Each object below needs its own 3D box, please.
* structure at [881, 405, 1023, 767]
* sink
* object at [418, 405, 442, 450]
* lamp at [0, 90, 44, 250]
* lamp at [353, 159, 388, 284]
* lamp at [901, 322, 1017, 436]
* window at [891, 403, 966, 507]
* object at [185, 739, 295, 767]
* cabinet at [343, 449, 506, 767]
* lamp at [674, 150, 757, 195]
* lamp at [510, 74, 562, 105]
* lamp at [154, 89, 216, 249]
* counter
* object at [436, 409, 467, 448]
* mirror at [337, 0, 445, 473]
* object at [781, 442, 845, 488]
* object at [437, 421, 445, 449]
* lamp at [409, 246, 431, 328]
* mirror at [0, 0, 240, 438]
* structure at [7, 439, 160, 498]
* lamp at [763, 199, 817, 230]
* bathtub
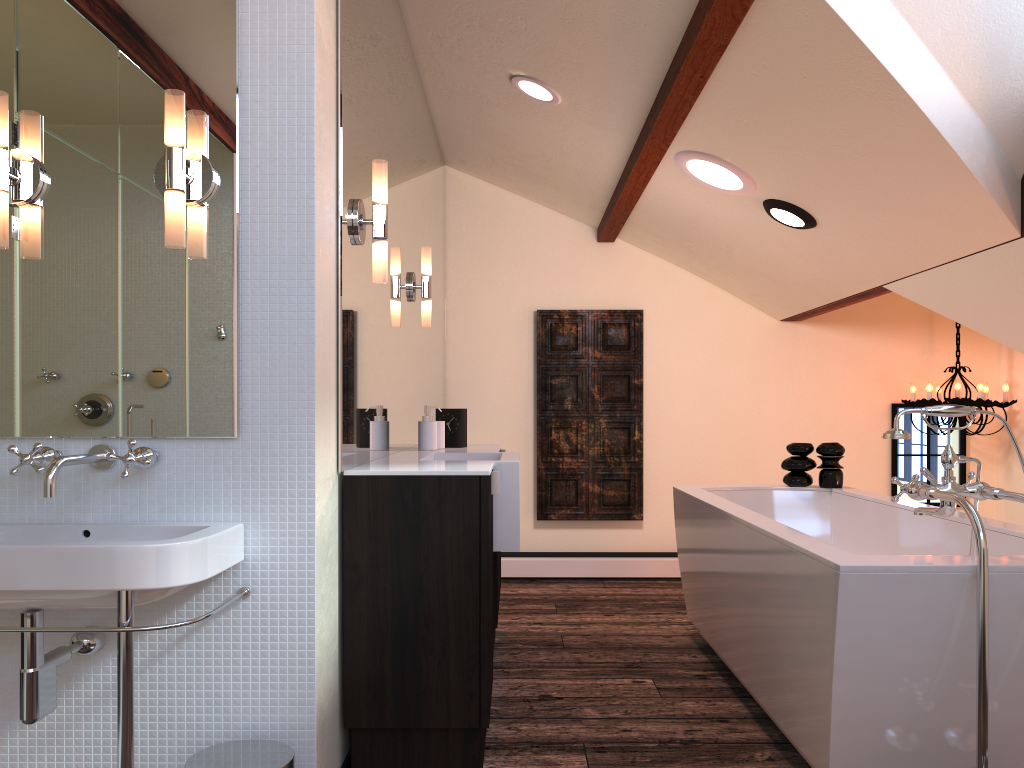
[{"bbox_3d":[1.103,0.614,2.120,0.384,1.120,0.554,0,0,15],"label":"structure"},{"bbox_3d":[-0.919,0.727,1.792,0.681,0.785,0.346,0,0,0],"label":"sink"},{"bbox_3d":[-0.321,0.186,3.397,0.080,0.190,0.073,0,0,40],"label":"object"},{"bbox_3d":[-1.091,-0.503,1.900,0.131,0.365,0.083,0,0,0],"label":"lamp"},{"bbox_3d":[-0.377,-0.485,2.393,0.083,0.365,0.131,0,0,0],"label":"lamp"},{"bbox_3d":[2.540,-0.237,5.059,0.541,1.125,0.616,0,0,11],"label":"lamp"},{"bbox_3d":[2.539,0.482,5.409,0.449,0.701,0.046,0,0,0],"label":"window"},{"bbox_3d":[-0.559,1.009,1.825,0.223,0.306,0.223,0,-1,-35],"label":"object"},{"bbox_3d":[-0.224,0.747,3.137,0.386,0.922,1.857,0,-2,0],"label":"cabinet"},{"bbox_3d":[0.830,-0.956,3.618,0.329,0.172,0.370,0,-2,-4],"label":"lamp"},{"bbox_3d":[0.096,-1.316,3.571,0.206,0.102,0.228,0,-2,5],"label":"lamp"},{"bbox_3d":[-0.714,-0.503,1.898,0.131,0.365,0.083,0,0,0],"label":"lamp"},{"bbox_3d":[-0.195,0.421,3.135,0.442,0.296,1.856,0,-2,0],"label":"counter"},{"bbox_3d":[-0.251,0.201,3.655,0.116,0.178,0.067,0,0,23],"label":"object"},{"bbox_3d":[-0.419,-0.620,3.803,0.011,1.843,3.236,0,-1,0],"label":"mirror"},{"bbox_3d":[1.363,0.406,4.018,0.276,0.229,0.156,-1,-1,30],"label":"object"},{"bbox_3d":[-0.303,0.225,3.518,0.073,0.122,0.073,0,0,-5],"label":"object"},{"bbox_3d":[-0.372,-0.442,3.636,0.083,0.365,0.131,0,0,0],"label":"lamp"},{"bbox_3d":[-0.902,-0.506,1.948,0.604,1.277,0.011,0,0,0],"label":"mirror"},{"bbox_3d":[-0.896,0.189,1.841,0.298,0.122,0.236,0,-2,0],"label":"structure"},{"bbox_3d":[1.149,-0.780,3.667,0.214,0.130,0.246,0,-2,-4],"label":"lamp"},{"bbox_3d":[1.132,0.833,3.075,0.798,0.693,2.217,0,-2,0],"label":"bathtub"}]
